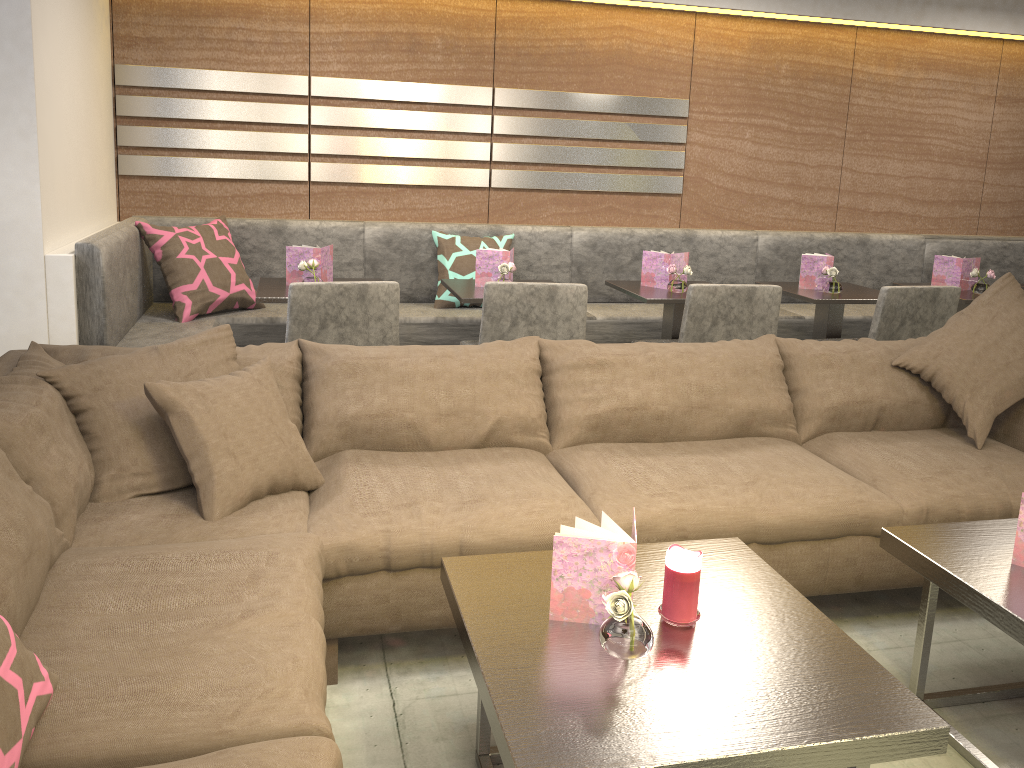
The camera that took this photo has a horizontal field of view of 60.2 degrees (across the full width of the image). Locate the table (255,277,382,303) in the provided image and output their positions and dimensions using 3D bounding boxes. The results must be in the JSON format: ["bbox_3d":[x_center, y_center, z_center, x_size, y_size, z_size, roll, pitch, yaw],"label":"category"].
[{"bbox_3d":[-0.767,-0.070,3.593,0.506,0.645,0.514,-1,13,-14],"label":"table"}]

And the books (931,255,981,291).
[{"bbox_3d":[2.176,-0.545,4.337,0.158,0.162,0.145,-6,15,-33],"label":"books"}]

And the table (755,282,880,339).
[{"bbox_3d":[1.464,-0.117,4.147,0.506,0.645,0.514,-1,13,-14],"label":"table"}]

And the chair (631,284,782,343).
[{"bbox_3d":[0.789,-0.067,3.638,0.477,0.751,0.500,0,12,-11],"label":"chair"}]

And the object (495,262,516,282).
[{"bbox_3d":[-0.035,-0.442,3.629,0.092,0.124,0.112,6,13,18],"label":"object"}]

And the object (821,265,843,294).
[{"bbox_3d":[1.451,-0.473,3.995,0.095,0.124,0.107,0,13,-14],"label":"object"}]

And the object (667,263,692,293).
[{"bbox_3d":[0.720,-0.456,3.810,0.102,0.124,0.095,13,16,39],"label":"object"}]

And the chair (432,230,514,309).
[{"bbox_3d":[-0.183,-0.550,4.360,0.426,0.390,0.222,-1,12,-13],"label":"chair"}]

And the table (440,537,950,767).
[{"bbox_3d":[0.245,0.627,1.580,0.657,0.406,0.668,-1,14,-14],"label":"table"}]

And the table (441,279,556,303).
[{"bbox_3d":[-0.023,-0.086,3.778,0.506,0.645,0.514,-1,13,-14],"label":"table"}]

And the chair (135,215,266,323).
[{"bbox_3d":[-1.362,-0.514,3.902,0.297,0.421,0.496,9,14,28],"label":"chair"}]

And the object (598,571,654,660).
[{"bbox_3d":[0.188,0.380,1.458,0.092,0.130,0.103,13,16,40],"label":"object"}]

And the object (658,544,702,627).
[{"bbox_3d":[0.301,0.356,1.571,0.076,0.126,0.076,-8,15,-41],"label":"object"}]

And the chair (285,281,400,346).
[{"bbox_3d":[-0.664,-0.035,3.271,0.477,0.751,0.499,-2,13,-22],"label":"chair"}]

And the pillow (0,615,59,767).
[{"bbox_3d":[-0.706,0.402,1.104,0.180,0.248,0.471,-1,14,-18],"label":"pillow"}]

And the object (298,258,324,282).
[{"bbox_3d":[-0.776,-0.425,3.438,0.095,0.124,0.108,9,14,28],"label":"object"}]

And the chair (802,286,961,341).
[{"bbox_3d":[1.559,-0.082,3.822,0.477,0.751,0.499,-1,12,-18],"label":"chair"}]

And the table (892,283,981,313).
[{"bbox_3d":[2.208,-0.133,4.331,0.506,0.645,0.514,-1,13,-14],"label":"table"}]

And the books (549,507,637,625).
[{"bbox_3d":[0.148,0.327,1.613,0.143,0.162,0.160,4,13,6],"label":"books"}]

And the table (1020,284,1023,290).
[{"bbox_3d":[2.883,-0.147,4.499,0.506,0.645,0.514,-1,13,-14],"label":"table"}]

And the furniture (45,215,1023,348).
[{"bbox_3d":[1.369,0.109,2.882,5.647,0.841,4.326,-1,15,-14],"label":"furniture"}]

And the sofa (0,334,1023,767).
[{"bbox_3d":[0.559,0.634,1.102,3.179,0.665,3.827,-1,15,-14],"label":"sofa"}]

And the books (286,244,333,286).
[{"bbox_3d":[-0.821,-0.482,3.593,0.143,0.162,0.160,4,13,6],"label":"books"}]

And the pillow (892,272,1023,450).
[{"bbox_3d":[1.507,-0.082,2.735,0.621,0.505,0.303,2,12,0],"label":"pillow"}]

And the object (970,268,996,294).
[{"bbox_3d":[2.219,-0.487,4.178,0.106,0.124,0.094,6,13,17],"label":"object"}]

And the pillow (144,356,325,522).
[{"bbox_3d":[-0.649,0.131,2.114,0.236,0.318,0.384,10,15,30],"label":"pillow"}]

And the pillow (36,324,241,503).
[{"bbox_3d":[-0.848,0.078,2.173,0.294,0.388,0.530,14,18,43],"label":"pillow"}]

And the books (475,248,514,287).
[{"bbox_3d":[-0.073,-0.498,3.779,0.143,0.162,0.160,4,13,6],"label":"books"}]

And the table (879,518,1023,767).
[{"bbox_3d":[1.232,0.606,1.825,0.657,0.406,0.668,-1,14,-14],"label":"table"}]

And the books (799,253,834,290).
[{"bbox_3d":[1.410,-0.529,4.147,0.143,0.162,0.160,4,13,6],"label":"books"}]

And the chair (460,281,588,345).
[{"bbox_3d":[0.045,-0.053,3.459,0.477,0.751,0.500,1,12,-7],"label":"chair"}]

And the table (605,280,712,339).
[{"bbox_3d":[0.721,-0.102,3.962,0.506,0.645,0.514,-1,13,-14],"label":"table"}]

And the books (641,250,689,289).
[{"bbox_3d":[0.686,-0.514,3.967,0.144,0.162,0.159,13,16,40],"label":"books"}]

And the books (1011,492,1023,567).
[{"bbox_3d":[1.161,0.306,1.862,0.144,0.162,0.159,13,16,40],"label":"books"}]
